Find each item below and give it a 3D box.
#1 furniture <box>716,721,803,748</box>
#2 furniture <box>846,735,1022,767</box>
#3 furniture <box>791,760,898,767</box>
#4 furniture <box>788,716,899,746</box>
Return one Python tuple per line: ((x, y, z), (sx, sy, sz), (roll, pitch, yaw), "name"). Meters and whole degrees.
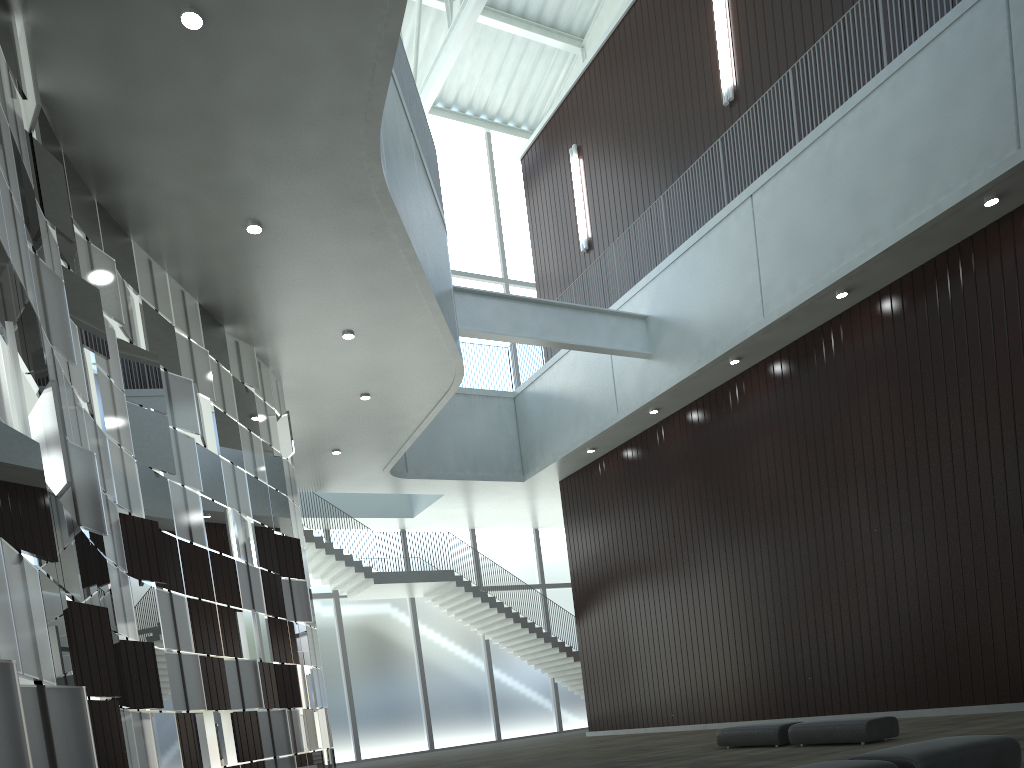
((11.819, 16.616, 37.861), (2.106, 1.030, 4.338), (2, -22, -28), "furniture")
((10.247, 9.308, 19.537), (3.972, 1.043, 2.296), (4, -20, -28), "furniture")
((6.296, 8.939, 17.423), (3.972, 1.043, 2.296), (4, -20, -28), "furniture")
((13.955, 14.711, 33.869), (2.106, 1.030, 4.338), (2, -22, -28), "furniture")
